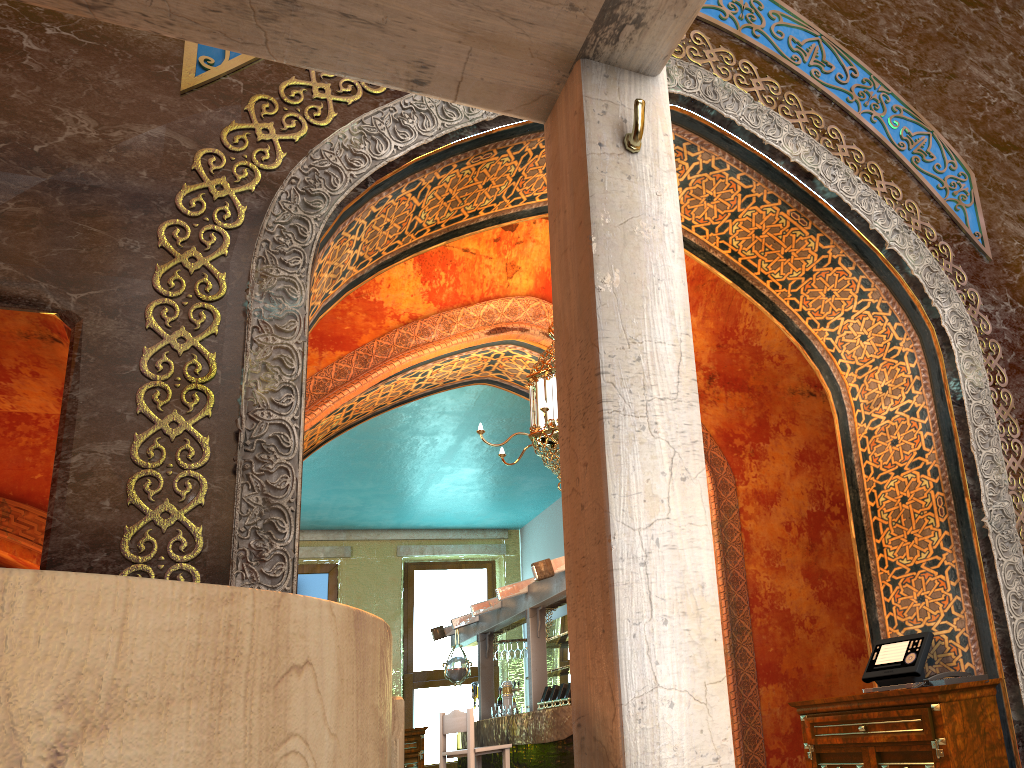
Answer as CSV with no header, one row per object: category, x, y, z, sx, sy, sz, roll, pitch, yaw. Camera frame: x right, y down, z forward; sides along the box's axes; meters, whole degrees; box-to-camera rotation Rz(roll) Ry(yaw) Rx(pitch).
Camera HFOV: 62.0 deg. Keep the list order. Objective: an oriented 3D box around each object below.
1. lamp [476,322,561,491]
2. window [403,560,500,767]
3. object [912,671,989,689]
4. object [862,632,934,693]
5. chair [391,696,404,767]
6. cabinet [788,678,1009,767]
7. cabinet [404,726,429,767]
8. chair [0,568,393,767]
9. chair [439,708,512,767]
lamp,0.357,-0.297,6.657,1.414,2.308,1.047,4,-20,-22
window,-0.984,4.598,13.967,1.687,3.337,0.082,6,-19,-26
object,2.501,1.680,4.845,0.420,0.084,0.319,-3,-22,-9
object,2.382,1.723,5.268,0.282,0.310,0.420,7,-24,-30
chair,-0.565,1.149,1.375,0.723,1.150,0.768,-13,-21,24
cabinet,2.333,2.395,5.125,0.539,1.026,1.401,3,-22,-19
cabinet,-1.869,5.833,12.618,1.226,1.272,0.572,5,-20,-24
chair,-0.443,0.732,0.387,0.645,1.150,0.860,-13,-21,25
chair,-0.352,3.846,8.286,0.457,1.304,0.557,-19,-23,39
